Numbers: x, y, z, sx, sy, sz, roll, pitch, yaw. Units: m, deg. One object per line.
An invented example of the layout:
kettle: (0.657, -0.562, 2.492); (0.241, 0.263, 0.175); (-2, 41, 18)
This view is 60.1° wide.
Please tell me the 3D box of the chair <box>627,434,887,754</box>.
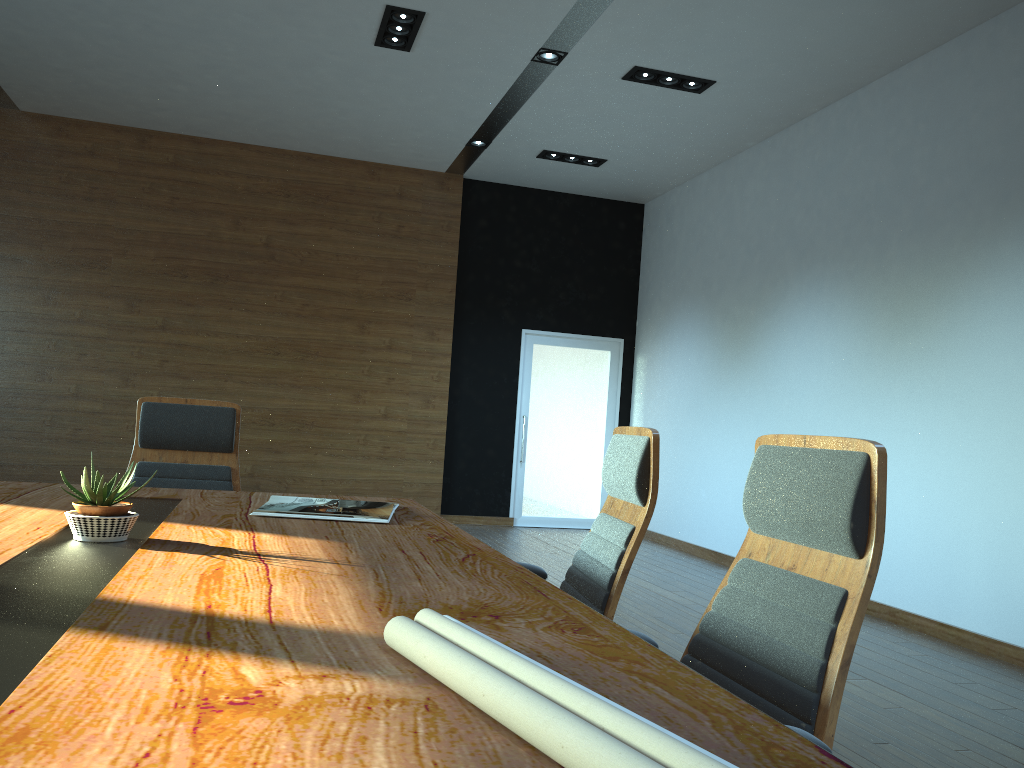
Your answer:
chair: (0.240, 0.636, 1.608); (0.696, 1.127, 0.706); (4, -1, -15)

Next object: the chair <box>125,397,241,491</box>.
chair: (-1.263, 0.612, 3.267); (0.707, 1.127, 0.696); (4, -1, -13)

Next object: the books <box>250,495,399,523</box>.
books: (-0.563, 0.378, 2.776); (0.389, 0.033, 0.545); (4, -3, -4)

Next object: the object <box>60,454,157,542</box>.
object: (-0.893, 0.245, 1.931); (0.178, 0.188, 0.153); (5, -2, -41)

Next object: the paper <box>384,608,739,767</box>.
paper: (-0.307, 0.249, 0.106); (0.627, 0.083, 2.246); (3, -3, 25)

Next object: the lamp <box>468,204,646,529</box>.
lamp: (-2.441, -0.632, 6.346); (9.399, 3.707, 16.684); (5, -3, -16)

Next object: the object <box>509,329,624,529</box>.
object: (0.593, 0.526, 9.918); (1.198, 2.159, 0.200); (4, 0, -16)

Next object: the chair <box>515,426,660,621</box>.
chair: (0.001, 0.659, 2.443); (0.696, 1.127, 0.706); (4, -1, -9)

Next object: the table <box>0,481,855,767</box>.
table: (-0.519, 0.692, 0.477); (1.786, 0.796, 5.542); (5, -3, -16)
